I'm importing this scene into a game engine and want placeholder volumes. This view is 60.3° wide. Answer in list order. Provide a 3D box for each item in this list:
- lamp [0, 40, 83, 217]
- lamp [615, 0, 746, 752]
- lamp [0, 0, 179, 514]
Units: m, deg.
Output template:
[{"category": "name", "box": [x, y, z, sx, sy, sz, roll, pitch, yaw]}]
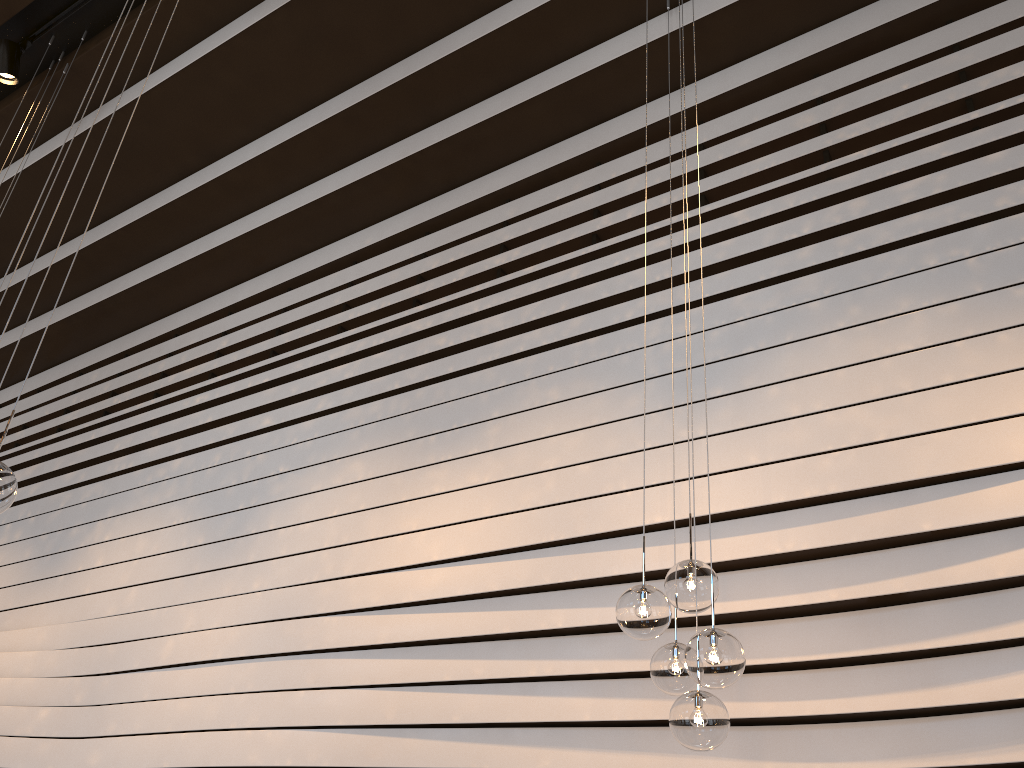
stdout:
[{"category": "lamp", "box": [-2.924, -0.635, 4.667, 0.551, 4.460, 0.304, -10, -33, 25]}, {"category": "lamp", "box": [0.624, -0.897, 3.616, 0.333, 4.498, 0.557, 7, -29, -4]}, {"category": "lamp", "box": [-1.520, -1.308, 3.429, 0.677, 4.524, 0.317, -19, -37, 36]}]
